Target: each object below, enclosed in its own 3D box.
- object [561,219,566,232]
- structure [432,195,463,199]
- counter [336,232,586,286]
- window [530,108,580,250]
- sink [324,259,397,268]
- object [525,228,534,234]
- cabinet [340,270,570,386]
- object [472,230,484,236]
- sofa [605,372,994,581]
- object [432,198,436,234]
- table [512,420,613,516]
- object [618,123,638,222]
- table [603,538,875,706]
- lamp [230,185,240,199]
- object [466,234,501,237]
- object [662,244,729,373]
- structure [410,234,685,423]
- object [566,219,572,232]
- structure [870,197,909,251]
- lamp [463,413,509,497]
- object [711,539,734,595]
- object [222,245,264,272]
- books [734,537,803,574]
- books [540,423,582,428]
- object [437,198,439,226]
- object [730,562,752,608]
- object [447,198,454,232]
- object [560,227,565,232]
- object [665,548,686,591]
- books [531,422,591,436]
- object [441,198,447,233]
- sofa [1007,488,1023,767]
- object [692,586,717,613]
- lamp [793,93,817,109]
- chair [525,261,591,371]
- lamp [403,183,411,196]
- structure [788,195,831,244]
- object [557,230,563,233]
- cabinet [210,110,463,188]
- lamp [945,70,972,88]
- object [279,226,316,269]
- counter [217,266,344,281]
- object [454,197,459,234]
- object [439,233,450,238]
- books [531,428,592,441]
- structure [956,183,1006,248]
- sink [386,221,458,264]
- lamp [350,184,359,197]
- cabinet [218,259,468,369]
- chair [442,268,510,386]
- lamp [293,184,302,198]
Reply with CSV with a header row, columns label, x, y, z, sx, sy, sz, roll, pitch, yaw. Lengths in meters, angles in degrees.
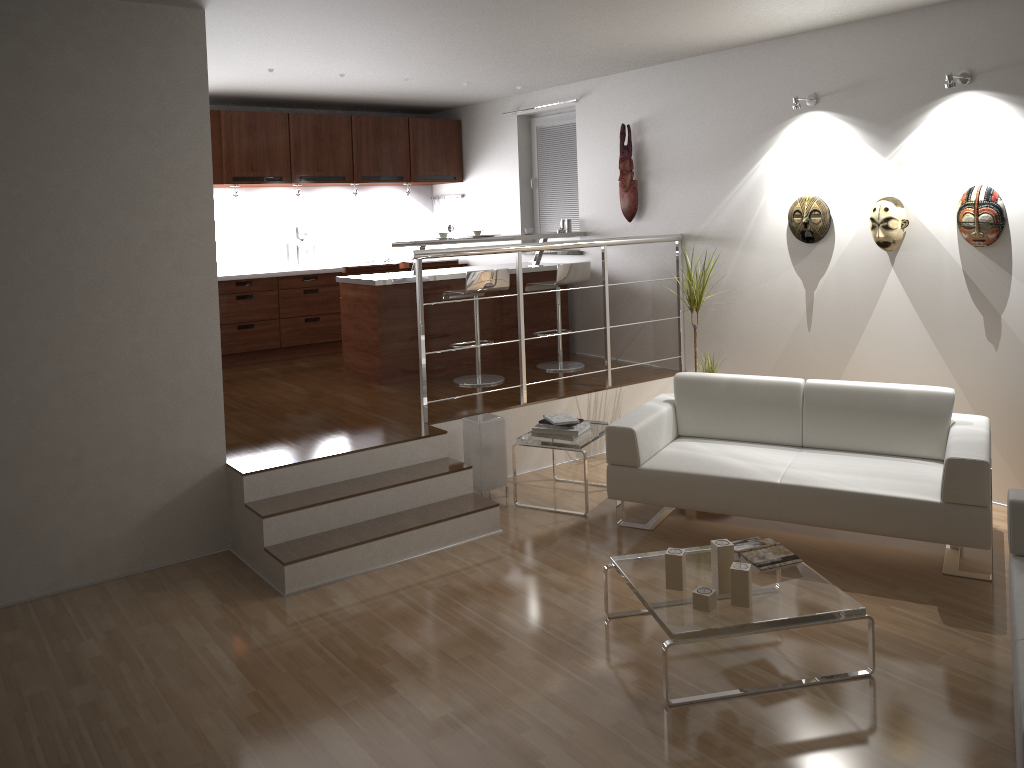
label,x,y,z,sx,sy,sz,roll,pitch,yaw
object,0.448,-1.372,7.594,0.052,0.108,0.053,1,5,38
structure,-0.686,-1.965,9.216,0.049,0.033,0.602,-8,12,-35
counter,-0.326,-1.074,7.313,2.120,0.314,0.845,-10,13,-36
window,0.444,-1.856,7.978,0.143,1.255,0.847,-4,5,-36
sink,-1.492,-1.115,8.652,0.605,0.197,0.605,-9,13,-35
object,0.144,-1.270,7.270,0.079,0.045,0.068,-2,8,1
cabinet,-0.439,-0.537,7.325,1.863,0.742,0.637,-9,9,-36
object,-0.270,-1.210,7.030,0.141,0.041,0.131,-9,12,-34
sofa,1.478,0.393,4.548,1.784,0.732,0.919,3,9,29
object,-0.837,-1.795,9.372,0.033,0.379,0.065,-4,3,-36
table,0.339,0.474,5.217,0.465,0.396,0.558,2,9,29
object,0.923,-1.680,6.979,0.151,0.782,0.152,-2,2,9
table,0.842,0.885,3.402,0.795,0.246,0.711,-4,10,-11
lamp,-2.444,-1.695,7.728,0.080,0.123,0.081,-2,5,3
object,-0.225,-1.197,7.074,0.311,0.010,0.220,-9,13,-33
object,1.226,-0.215,5.841,0.504,1.460,0.442,-3,3,-23
structure,0.352,-0.450,5.964,2.343,1.040,0.057,-9,6,-36
object,0.488,-1.366,7.552,0.052,0.110,0.053,1,5,38
structure,2.218,-0.951,5.220,0.131,0.326,0.244,-4,6,-35
lamp,-0.159,0.440,5.277,0.193,0.476,0.199,-4,4,-36
object,0.796,0.683,3.307,0.067,0.195,0.067,-3,3,-11
object,-2.504,-1.174,8.162,0.372,0.238,0.157,-8,7,-36
books,1.009,0.692,3.575,0.204,0.055,0.296,-6,11,-21
books,0.288,0.232,5.123,0.216,0.014,0.154,3,12,23
object,-0.786,-1.789,9.324,0.008,0.374,0.033,-4,3,-36
object,0.836,0.726,3.195,0.067,0.150,0.068,0,4,24
object,-0.637,-1.766,9.145,0.043,0.362,0.091,-4,3,-36
object,0.433,-1.328,7.535,0.051,0.045,0.051,-1,7,11
object,0.626,0.702,3.353,0.067,0.149,0.068,0,4,24
books,0.289,0.253,5.124,0.287,0.027,0.231,3,12,23
object,-0.720,-1.772,9.224,0.020,0.374,0.107,-4,3,-36
sofa,1.896,0.796,2.408,0.907,0.730,1.810,2,11,28
object,0.698,0.773,3.173,0.067,0.073,0.068,3,8,39
lamp,1.861,-1.808,5.597,0.192,0.107,0.080,-9,8,-36
chair,0.384,-0.556,7.024,0.390,0.840,0.427,-5,5,-40
lamp,-1.043,-1.947,8.758,0.080,0.123,0.081,-2,5,3
structure,1.909,-1.067,5.679,0.069,0.313,0.319,-4,6,-36
object,0.411,-1.316,7.544,0.051,0.019,0.051,-9,12,-33
cabinet,-1.787,-2.235,8.427,2.741,0.629,0.655,-10,10,-36
lamp,2.441,-1.675,4.809,0.192,0.107,0.080,-9,8,-36
object,-2.049,-1.325,8.439,0.332,0.401,0.164,-6,5,-36
counter,-2.617,-0.959,7.808,2.120,0.039,0.686,-10,14,-36
object,-0.581,-1.738,9.033,0.024,0.378,0.071,-4,3,-36
object,-0.525,-1.140,6.731,0.079,0.045,0.068,-1,8,8
books,0.290,0.280,5.125,0.288,0.027,0.230,5,13,33
structure,2.555,-0.925,4.809,0.076,0.351,0.266,-4,5,-36
sink,-0.970,-1.397,9.034,0.677,0.573,0.604,-7,9,-36
lamp,-1.510,-1.863,8.415,0.080,0.123,0.081,-2,5,3
cabinet,-2.040,-0.682,8.236,3.533,0.790,0.684,-10,9,-36
chair,-0.256,-0.441,6.553,0.390,0.840,0.428,-4,5,-32
lamp,-1.977,-1.779,8.071,0.080,0.123,0.081,-2,5,3
